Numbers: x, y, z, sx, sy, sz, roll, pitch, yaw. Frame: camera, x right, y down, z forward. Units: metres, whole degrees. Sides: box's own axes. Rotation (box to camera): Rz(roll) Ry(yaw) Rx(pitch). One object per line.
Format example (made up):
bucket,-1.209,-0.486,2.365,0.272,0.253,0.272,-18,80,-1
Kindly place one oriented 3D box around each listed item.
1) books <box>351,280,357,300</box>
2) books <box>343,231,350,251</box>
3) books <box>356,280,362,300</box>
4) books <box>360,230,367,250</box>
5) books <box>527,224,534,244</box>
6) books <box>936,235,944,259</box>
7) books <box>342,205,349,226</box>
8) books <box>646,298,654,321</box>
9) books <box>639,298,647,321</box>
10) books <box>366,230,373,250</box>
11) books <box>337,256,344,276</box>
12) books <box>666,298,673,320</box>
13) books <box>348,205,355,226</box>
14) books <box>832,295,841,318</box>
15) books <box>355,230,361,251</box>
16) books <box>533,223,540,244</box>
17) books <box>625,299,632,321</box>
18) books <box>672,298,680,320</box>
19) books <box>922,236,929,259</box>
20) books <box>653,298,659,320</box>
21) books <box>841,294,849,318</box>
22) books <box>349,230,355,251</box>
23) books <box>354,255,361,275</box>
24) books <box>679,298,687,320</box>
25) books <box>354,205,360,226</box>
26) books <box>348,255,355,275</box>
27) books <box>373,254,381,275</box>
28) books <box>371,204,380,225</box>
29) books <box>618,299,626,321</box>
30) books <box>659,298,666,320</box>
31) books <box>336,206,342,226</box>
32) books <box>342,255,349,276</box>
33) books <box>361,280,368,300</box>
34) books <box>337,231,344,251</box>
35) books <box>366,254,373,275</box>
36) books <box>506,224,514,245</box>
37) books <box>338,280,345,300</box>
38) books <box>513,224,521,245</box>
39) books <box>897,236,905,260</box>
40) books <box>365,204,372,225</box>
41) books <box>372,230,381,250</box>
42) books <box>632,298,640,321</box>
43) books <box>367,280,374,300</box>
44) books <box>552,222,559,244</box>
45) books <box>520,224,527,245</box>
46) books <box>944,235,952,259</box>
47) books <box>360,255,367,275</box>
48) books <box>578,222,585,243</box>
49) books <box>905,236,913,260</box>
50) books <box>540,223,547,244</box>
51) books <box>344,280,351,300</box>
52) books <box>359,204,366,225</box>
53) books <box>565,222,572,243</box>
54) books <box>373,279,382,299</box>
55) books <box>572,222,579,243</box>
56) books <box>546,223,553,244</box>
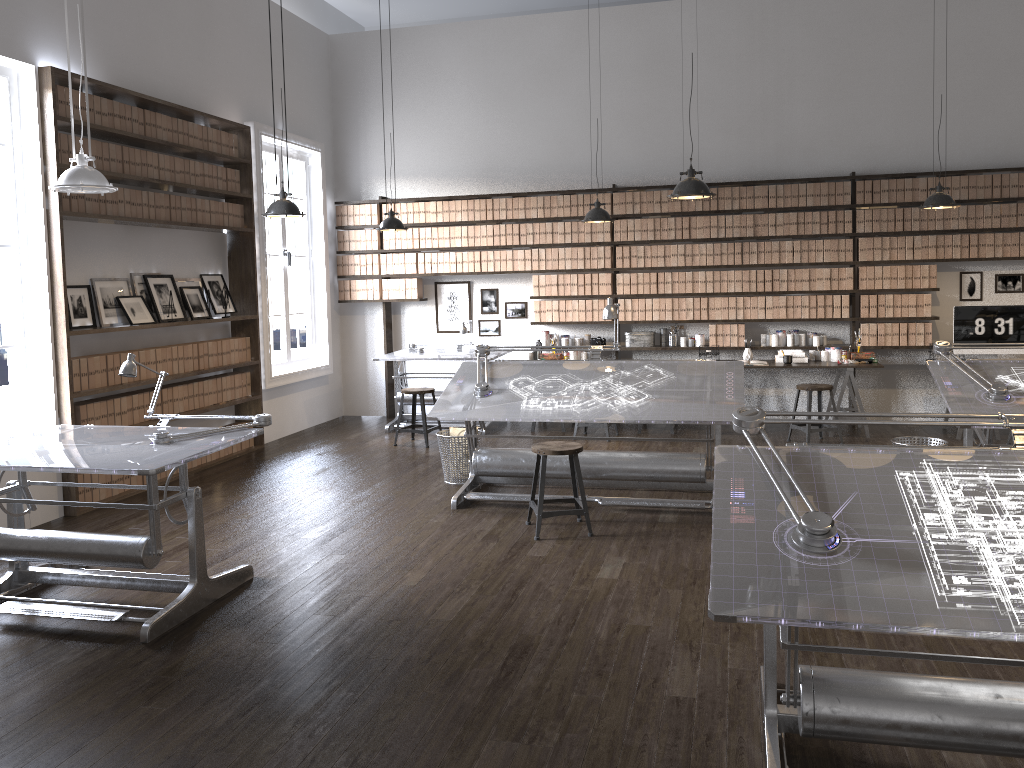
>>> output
books,-1.744,-1.056,9.952,0.067,0.225,0.175,0,5,14
books,-1.822,-1.603,9.927,0.067,0.225,0.175,0,5,14
books,-1.681,-1.055,9.934,0.067,0.225,0.175,0,5,14
books,-1.627,-1.602,9.877,0.067,0.225,0.175,0,5,14
books,0.208,-1.588,9.415,0.067,0.225,0.175,0,5,14
books,4.073,-1.305,8.460,0.067,0.225,0.175,0,5,14
books,-1.837,-1.878,9.910,0.067,0.225,0.175,0,5,14
books,1.425,-0.772,9.164,0.067,0.225,0.175,0,5,14
books,1.358,-0.773,9.185,0.067,0.225,0.175,0,5,14
books,-1.560,-1.602,9.866,0.067,0.225,0.175,0,5,14
books,-1.902,-1.331,9.966,0.067,0.225,0.175,0,5,14
books,1.621,-0.771,9.113,0.067,0.225,0.175,0,5,14
books,-1.766,-1.878,9.895,0.067,0.225,0.175,0,5,14
books,3.192,-0.764,8.717,0.067,0.225,0.175,0,5,14
books,-1.690,-1.603,9.898,0.067,0.225,0.175,0,5,14
books,0.278,-1.589,9.401,0.067,0.225,0.175,0,5,14
books,1.222,-0.773,9.217,0.067,0.225,0.175,0,5,14
books,1.688,-0.772,9.103,0.067,0.225,0.175,0,5,14
books,3.943,-1.305,8.492,0.067,0.225,0.175,0,5,14
books,1.496,-0.772,9.148,0.067,0.225,0.175,0,5,14
books,3.268,-0.764,8.700,0.067,0.225,0.175,0,5,14
books,-1.752,-1.603,9.912,0.067,0.225,0.175,0,5,14
books,-1.699,-1.330,9.916,0.067,0.225,0.175,0,5,14
books,1.757,-0.771,9.085,0.067,0.225,0.175,0,5,14
books,-1.697,-1.879,9.882,0.067,0.225,0.175,0,5,14
books,-1.767,-1.331,9.938,0.067,0.225,0.175,0,5,14
books,-1.484,-1.330,9.867,0.067,0.225,0.175,0,5,14
books,-1.492,-1.877,9.826,0.067,0.225,0.175,0,5,14
books,1.151,-0.773,9.232,0.067,0.225,0.175,0,5,14
books,1.558,-0.772,9.134,0.067,0.225,0.175,0,5,14
books,-1.907,-1.879,9.927,0.067,0.225,0.175,0,5,14
books,-1.835,-1.332,9.955,0.067,0.225,0.175,0,5,14
books,-1.621,-1.054,9.914,0.067,0.225,0.175,0,5,14
books,-1.889,-1.604,9.948,0.067,0.225,0.175,0,5,14
books,-1.558,-1.330,9.880,0.067,0.225,0.175,0,5,14
books,-0.004,-1.590,9.473,0.067,0.225,0.175,0,5,14
books,-1.888,-1.056,9.989,0.067,0.225,0.175,0,5,14
books,0.067,-1.589,9.450,0.067,0.225,0.175,0,5,14
books,3.744,-1.306,8.542,0.067,0.225,0.175,0,5,14
books,-1.563,-1.877,9.842,0.067,0.225,0.175,0,5,14
books,-1.491,-1.602,9.849,0.067,0.225,0.175,0,5,14
books,1.291,-0.773,9.204,0.067,0.225,0.175,0,5,14
books,-1.551,-1.054,9.897,0.067,0.225,0.175,0,5,14
books,0.477,-1.588,9.350,0.067,0.225,0.175,0,5,14
books,0.141,-1.589,9.437,0.067,0.225,0.175,0,5,14
books,4.142,-1.305,8.442,0.067,0.225,0.175,0,5,14
books,-1.629,-1.331,9.904,0.067,0.225,0.175,0,5,14
books,0.744,-1.587,9.284,0.067,0.225,0.175,0,5,14
books,3.811,-1.306,8.521,0.067,0.225,0.175,0,5,14
books,0.347,-1.588,9.384,0.067,0.225,0.175,0,5,14
books,-1.817,-1.055,9.965,0.067,0.225,0.175,0,5,14
books,-1.630,-1.878,9.863,0.067,0.225,0.175,0,5,14
books,0.607,-1.587,9.313,0.067,0.225,0.175,0,5,14
books,-1.480,-1.054,9.882,0.067,0.225,0.175,0,5,14
books,0.676,-1.587,9.300,0.067,0.225,0.175,0,5,14
books,0.411,-1.587,9.362,0.067,0.225,0.175,0,5,14
